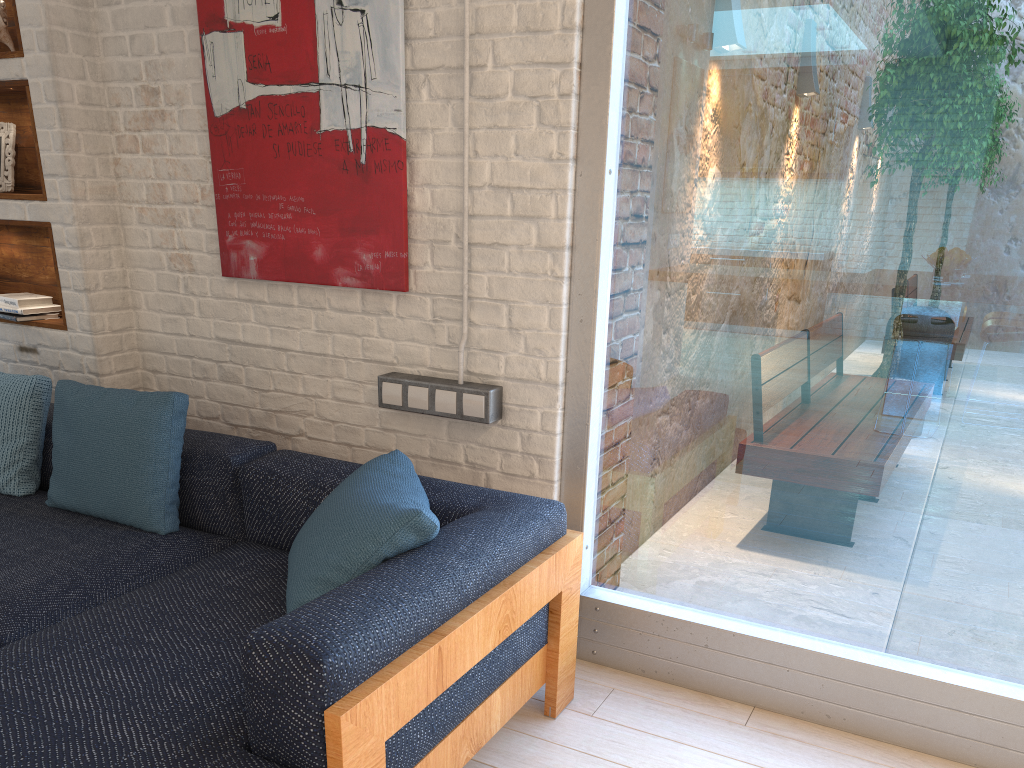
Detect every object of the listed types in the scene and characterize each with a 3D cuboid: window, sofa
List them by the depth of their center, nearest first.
[{"bbox_3d":[1.992,-2.100,1.110,12.182,6.769,0.617,8,21,25],"label":"window"},{"bbox_3d":[-2.038,0.552,2.462,3.901,0.697,1.999,8,14,26],"label":"sofa"}]

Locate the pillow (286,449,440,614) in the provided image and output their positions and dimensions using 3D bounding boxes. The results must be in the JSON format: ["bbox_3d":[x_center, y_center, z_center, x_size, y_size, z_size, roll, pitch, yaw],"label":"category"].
[{"bbox_3d":[-0.382,0.397,2.208,0.376,0.345,0.536,-2,15,-12],"label":"pillow"}]

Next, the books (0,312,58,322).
[{"bbox_3d":[-1.881,-0.267,3.350,0.247,0.018,0.157,11,15,36],"label":"books"}]

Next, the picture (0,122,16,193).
[{"bbox_3d":[-1.901,-0.834,3.215,0.192,0.258,0.097,7,20,17],"label":"picture"}]

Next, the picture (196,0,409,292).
[{"bbox_3d":[-0.632,-0.794,2.608,0.734,1.012,0.018,10,22,25],"label":"picture"}]

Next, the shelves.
[{"bbox_3d":[-1.861,-0.848,3.177,0.759,1.503,0.183,10,22,25],"label":"shelves"}]

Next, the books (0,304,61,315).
[{"bbox_3d":[-1.866,-0.293,3.341,0.233,0.020,0.164,8,14,28],"label":"books"}]

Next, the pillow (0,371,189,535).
[{"bbox_3d":[-1.518,0.174,2.850,1.197,0.441,0.243,8,19,25],"label":"pillow"}]

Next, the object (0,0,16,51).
[{"bbox_3d":[-1.811,-1.254,3.000,0.212,0.256,0.108,13,22,33],"label":"object"}]

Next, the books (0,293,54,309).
[{"bbox_3d":[-1.871,-0.320,3.336,0.201,0.036,0.128,11,16,36],"label":"books"}]
